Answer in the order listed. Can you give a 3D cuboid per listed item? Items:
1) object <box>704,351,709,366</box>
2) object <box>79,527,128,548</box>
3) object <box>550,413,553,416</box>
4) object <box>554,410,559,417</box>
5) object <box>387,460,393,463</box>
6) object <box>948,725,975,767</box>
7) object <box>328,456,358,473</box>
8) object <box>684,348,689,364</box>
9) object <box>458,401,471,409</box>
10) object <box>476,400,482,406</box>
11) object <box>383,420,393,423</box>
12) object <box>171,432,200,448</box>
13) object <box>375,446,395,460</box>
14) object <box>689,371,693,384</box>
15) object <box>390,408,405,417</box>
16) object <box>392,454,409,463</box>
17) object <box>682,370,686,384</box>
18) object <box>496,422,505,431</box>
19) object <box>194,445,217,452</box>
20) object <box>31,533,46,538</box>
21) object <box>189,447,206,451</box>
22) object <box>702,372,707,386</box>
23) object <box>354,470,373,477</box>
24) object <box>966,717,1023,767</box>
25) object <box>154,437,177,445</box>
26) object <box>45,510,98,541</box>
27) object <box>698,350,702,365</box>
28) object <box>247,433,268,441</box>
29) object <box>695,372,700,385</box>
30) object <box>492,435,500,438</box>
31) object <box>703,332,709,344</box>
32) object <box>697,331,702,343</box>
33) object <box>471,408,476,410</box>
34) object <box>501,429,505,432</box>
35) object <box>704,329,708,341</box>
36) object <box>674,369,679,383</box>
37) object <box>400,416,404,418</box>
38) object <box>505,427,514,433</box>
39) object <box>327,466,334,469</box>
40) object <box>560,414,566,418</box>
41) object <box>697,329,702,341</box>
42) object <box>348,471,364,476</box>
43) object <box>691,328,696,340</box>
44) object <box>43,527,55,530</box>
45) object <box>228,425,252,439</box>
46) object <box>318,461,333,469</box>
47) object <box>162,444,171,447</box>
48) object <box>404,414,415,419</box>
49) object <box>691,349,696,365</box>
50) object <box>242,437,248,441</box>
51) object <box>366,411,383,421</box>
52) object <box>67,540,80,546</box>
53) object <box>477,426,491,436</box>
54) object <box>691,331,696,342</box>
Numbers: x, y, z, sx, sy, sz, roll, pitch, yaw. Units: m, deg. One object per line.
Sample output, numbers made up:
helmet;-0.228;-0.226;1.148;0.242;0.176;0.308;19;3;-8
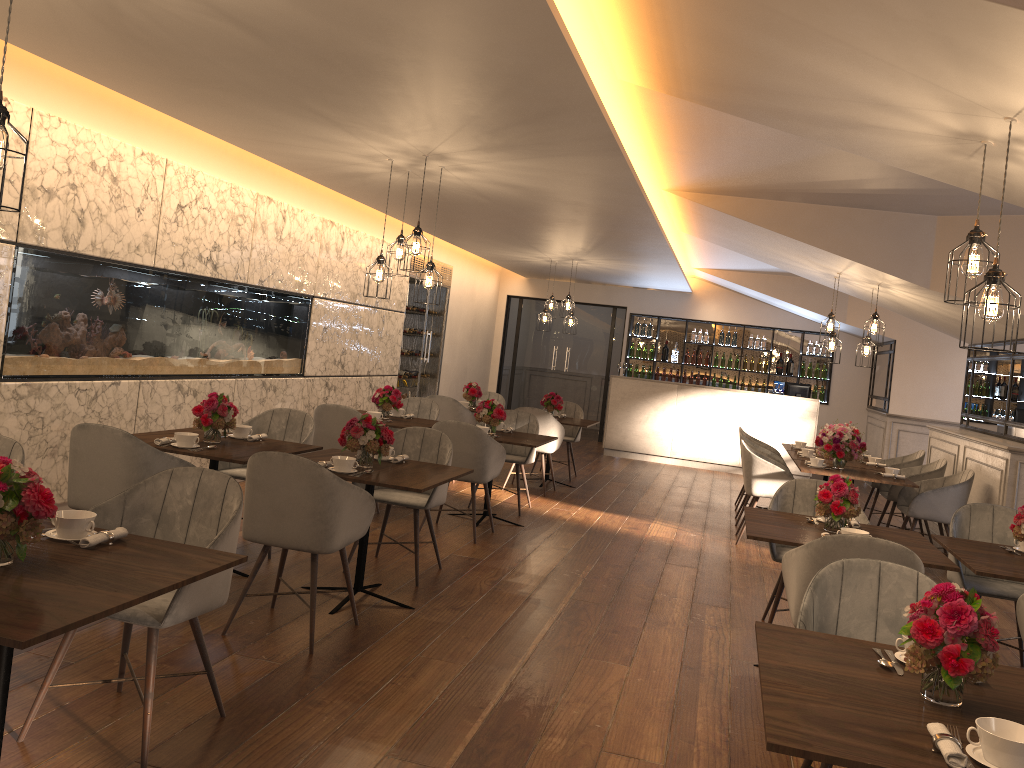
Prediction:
object;3.233;-0.426;14.670;0.065;0.262;0.066;7;-1;-8
object;-1.236;0.465;2.685;0.056;0.039;0.175;7;2;14
object;0.358;0.341;9.437;0.148;0.072;0.149;5;2;-34
object;0.470;0.328;10.036;0.149;0.072;0.148;8;2;36
object;-0.677;0.433;5.088;0.025;0.024;0.192;7;2;14
object;0.932;0.755;1.831;0.025;0.024;0.192;7;2;14
object;-0.860;0.413;4.518;0.148;0.072;0.148;6;2;-9
object;2.913;-0.466;14.751;0.065;0.262;0.066;7;-1;-8
object;-0.528;0.231;9.661;0.148;0.072;0.149;5;2;-34
object;-0.416;0.218;10.260;0.149;0.072;0.148;8;2;36
object;-1.017;0.308;7.228;0.043;0.015;0.197;7;2;10
object;-1.746;0.303;4.741;0.148;0.072;0.148;6;2;-9
object;-0.749;0.400;5.117;0.148;0.072;0.148;6;2;-9
object;2.979;-0.092;14.718;0.065;0.262;0.066;7;-1;-8
object;-1.016;0.253;7.837;0.148;0.072;0.149;5;2;-34
object;-0.641;0.430;5.089;0.056;0.039;0.175;7;2;14
object;2.872;-0.105;14.745;0.065;0.262;0.066;7;-1;-8
object;-0.130;0.363;7.613;0.148;0.072;0.149;5;2;-34
object;-1.643;0.344;4.734;0.043;0.015;0.197;7;2;18
object;-1.430;0.460;2.705;0.022;0.004;0.210;7;2;14
object;-1.669;0.346;4.747;0.022;0.004;0.210;7;2;14
object;3.192;-0.065;14.665;0.065;0.262;0.066;7;-1;-8
object;-0.750;0.455;4.509;0.043;0.015;0.197;7;2;10
object;1.009;0.741;1.803;0.148;0.072;0.148;6;2;-19
object;-1.858;0.306;4.769;0.056;0.039;0.175;7;2;14
object;-1.344;0.435;2.712;0.148;0.072;0.148;6;2;-9
object;3.126;-0.439;14.697;0.065;0.262;0.066;7;-1;-8
object;-1.527;0.320;5.313;0.056;0.039;0.175;7;2;14
object;3.085;-0.079;14.692;0.065;0.262;0.066;7;-1;-8
object;-0.131;0.418;7.005;0.043;0.015;0.197;7;2;10
object;3.212;-0.765;14.659;0.070;0.190;0.041;6;-1;14
object;3.115;-0.777;14.683;0.070;0.190;0.041;6;-1;14
object;-0.425;0.272;9.653;0.043;0.015;0.197;7;2;18
object;-0.059;0.397;7.584;0.025;0.024;0.192;7;2;14
object;3.216;-0.801;14.659;0.069;0.209;0.040;6;-1;14
object;2.751;-0.120;14.776;0.065;0.262;0.066;7;-1;-8
object;-0.945;0.287;7.808;0.025;0.024;0.192;7;2;14
object;-0.022;0.394;7.585;0.056;0.039;0.175;7;2;14
object;-0.937;0.427;4.546;0.025;0.024;0.192;7;2;14
object;0.578;0.358;10.008;0.056;0.039;0.175;7;2;14
object;3.119;-0.813;14.683;0.069;0.209;0.040;6;-1;14
object;-0.783;0.456;4.524;0.022;0.004;0.210;7;2;14
object;3.022;-0.825;14.708;0.069;0.209;0.040;6;-1;14
object;-1.461;0.450;2.721;0.043;0.015;0.197;7;2;10
object;-1.635;0.290;5.340;0.148;0.072;0.148;6;2;-9
object;-0.972;0.416;4.545;0.056;0.039;0.175;7;2;14
object;-1.823;0.317;4.769;0.025;0.024;0.192;7;2;14
object;-0.908;0.284;7.809;0.056;0.039;0.175;7;2;14
object;3.020;-0.453;14.724;0.065;0.262;0.066;7;-1;-8
object;-1.563;0.323;5.312;0.025;0.024;0.192;7;2;14
object;-1.128;0.266;7.238;0.148;0.072;0.149;5;2;-34
object;-1.273;0.468;2.684;0.025;0.024;0.192;7;2;14
object;-0.242;0.376;7.014;0.148;0.072;0.149;5;2;-34
object;3.018;-0.789;14.708;0.070;0.190;0.041;6;-1;14
